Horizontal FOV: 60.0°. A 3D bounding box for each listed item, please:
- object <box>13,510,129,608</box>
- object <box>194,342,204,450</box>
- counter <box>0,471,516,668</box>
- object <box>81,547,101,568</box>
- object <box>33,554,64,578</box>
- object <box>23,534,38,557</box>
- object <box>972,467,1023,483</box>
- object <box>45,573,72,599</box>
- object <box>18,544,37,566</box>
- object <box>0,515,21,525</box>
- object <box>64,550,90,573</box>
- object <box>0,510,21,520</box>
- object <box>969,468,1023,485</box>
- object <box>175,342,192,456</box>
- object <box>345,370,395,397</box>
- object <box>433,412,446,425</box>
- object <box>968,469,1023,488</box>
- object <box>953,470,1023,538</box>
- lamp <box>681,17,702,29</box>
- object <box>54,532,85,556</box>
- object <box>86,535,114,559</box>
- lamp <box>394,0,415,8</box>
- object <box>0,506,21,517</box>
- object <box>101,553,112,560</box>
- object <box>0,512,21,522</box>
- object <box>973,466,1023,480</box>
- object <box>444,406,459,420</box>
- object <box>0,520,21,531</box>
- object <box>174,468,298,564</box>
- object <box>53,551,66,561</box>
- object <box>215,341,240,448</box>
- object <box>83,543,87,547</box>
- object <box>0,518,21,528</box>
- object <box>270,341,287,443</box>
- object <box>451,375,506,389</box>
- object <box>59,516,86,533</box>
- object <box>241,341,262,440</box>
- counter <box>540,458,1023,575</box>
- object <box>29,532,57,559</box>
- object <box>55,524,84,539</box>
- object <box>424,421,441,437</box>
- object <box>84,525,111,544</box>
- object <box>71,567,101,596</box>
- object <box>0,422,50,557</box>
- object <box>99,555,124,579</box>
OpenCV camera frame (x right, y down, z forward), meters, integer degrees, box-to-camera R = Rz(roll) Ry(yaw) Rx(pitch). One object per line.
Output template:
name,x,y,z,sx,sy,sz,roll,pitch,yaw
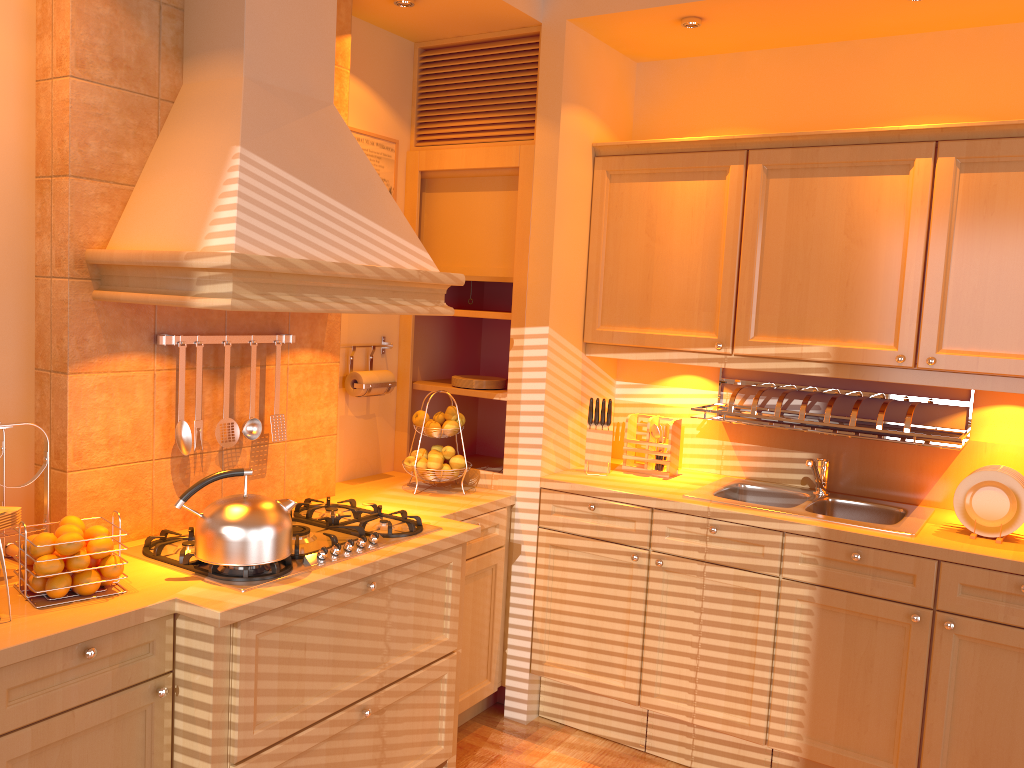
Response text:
object,-1.027,0.393,2.065,0.207,0.174,0.189,-2,7,-43
object,-0.908,0.036,2.574,0.006,0.319,0.028,6,6,32
counter,-0.768,0.471,2.512,0.770,0.038,2.250,6,6,32
object,-0.999,0.411,2.090,0.062,0.053,0.051,3,5,0
object,-1.030,0.405,1.973,0.063,0.051,0.053,-1,7,-39
object,-1.086,0.369,2.028,0.063,0.051,0.053,7,7,37
object,1.512,0.361,2.780,0.205,0.200,0.049,7,6,34
object,-1.018,0.451,1.991,0.052,0.057,0.060,2,5,-6
object,-1.116,0.393,2.061,0.060,0.055,0.053,7,7,35
object,-1.276,0.328,2.087,0.172,0.011,0.163,3,5,1
object,-0.990,0.404,2.020,0.052,0.053,0.062,-1,7,-36
object,-1.275,0.315,2.086,0.172,0.011,0.163,3,5,1
object,1.496,0.363,2.758,0.205,0.200,0.049,7,6,34
object,-0.930,0.042,2.519,0.028,0.323,0.055,6,6,32
object,-0.538,-0.004,3.379,0.096,0.094,0.186,6,6,32
object,-0.272,0.130,3.345,0.050,0.051,0.051,0,6,-33
object,1.479,0.364,2.735,0.205,0.200,0.049,7,6,34
object,1.463,0.365,2.712,0.205,0.200,0.049,7,6,34
lamp,0.620,-1.247,3.065,0.070,0.021,0.070,2,5,-7
object,-0.997,0.361,1.998,0.053,0.051,0.063,7,7,39
object,-0.958,0.380,2.062,0.053,0.052,0.061,4,5,5
lamp,-0.365,-1.294,3.004,0.070,0.021,0.070,5,6,15
object,-1.275,0.309,2.086,0.172,0.011,0.163,3,5,1
object,-0.983,0.413,2.117,0.051,0.055,0.061,0,6,-29
object,-1.276,0.322,2.087,0.172,0.011,0.163,3,5,1
object,1.528,0.360,2.803,0.205,0.200,0.049,7,6,34
object,-0.226,0.111,3.320,0.055,0.059,0.058,2,5,-12
object,-1.277,0.341,2.089,0.172,0.011,0.163,3,5,1
object,-0.687,0.322,2.272,0.242,0.215,0.251,5,6,19
object,-1.045,0.397,2.028,0.051,0.053,0.064,3,5,-5
object,-0.849,0.032,2.657,0.017,0.320,0.090,6,6,32
object,-1.037,0.393,2.137,0.061,0.054,0.053,7,7,38
object,-1.276,0.335,2.088,0.172,0.011,0.163,3,5,1
object,-0.741,0.024,2.825,0.020,0.323,0.061,6,6,32
object,-0.134,-0.006,3.605,0.222,0.039,0.222,-2,7,-40
object,-1.052,0.344,2.121,0.059,0.060,0.050,2,5,-8
object,-0.813,0.020,2.746,0.037,0.309,0.077,6,6,31
counter,1.023,0.435,3.065,1.800,0.038,0.600,6,6,32
object,-1.049,0.363,1.988,0.057,0.060,0.052,1,6,-20
object,-1.023,0.351,2.050,0.063,0.053,0.051,2,5,-6
object,-0.295,0.168,3.307,0.064,0.058,0.063,3,5,-2
object,-0.986,0.362,2.111,0.063,0.053,0.051,4,5,5
object,-0.982,0.454,2.041,0.074,0.063,0.064,4,5,12
object,-1.345,0.279,1.989,0.221,0.379,0.572,6,6,32
object,-0.934,0.427,2.069,0.052,0.054,0.061,0,6,-31
